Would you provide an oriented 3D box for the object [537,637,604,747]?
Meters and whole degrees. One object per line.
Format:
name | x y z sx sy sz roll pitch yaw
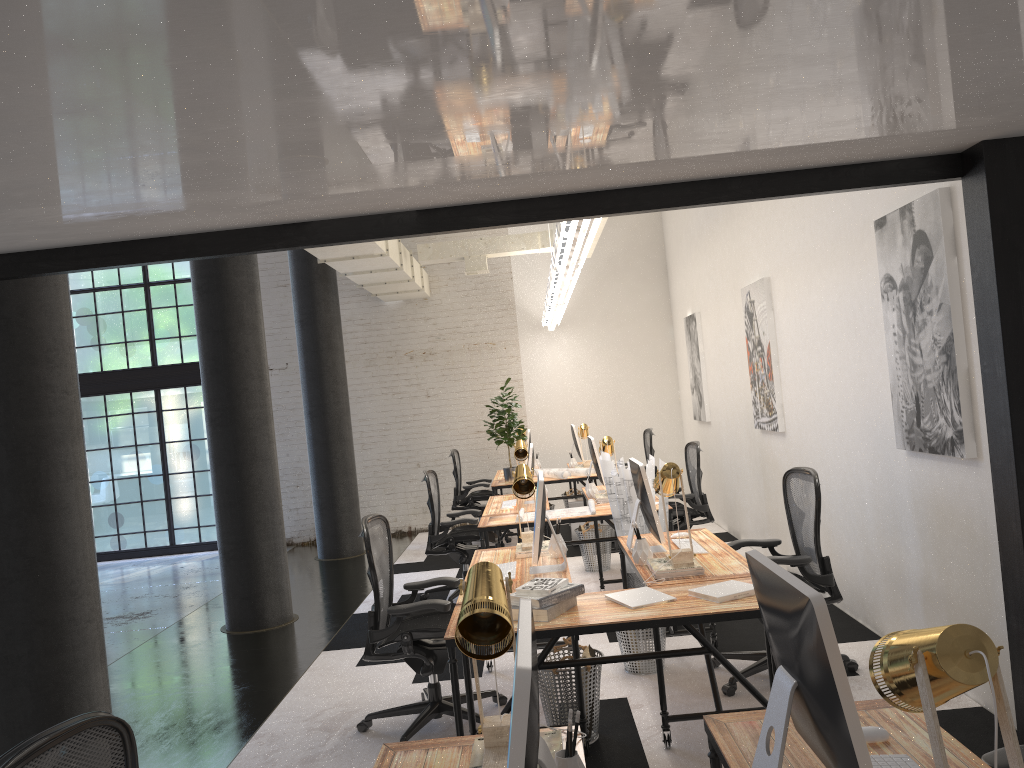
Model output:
object | 0.268 1.433 4.128 0.353 0.435 0.359 -6 0 -2

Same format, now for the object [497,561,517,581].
object | -0.038 0.951 4.487 0.118 0.017 0.439 -6 -1 1

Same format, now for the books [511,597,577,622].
books | 0.116 0.905 3.605 0.200 0.050 0.271 -6 -1 28

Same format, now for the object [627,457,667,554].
object | 0.690 0.647 4.708 0.189 0.485 0.484 -6 -1 1

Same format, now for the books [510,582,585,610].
books | 0.139 0.855 3.607 0.257 0.044 0.193 -5 -1 -41

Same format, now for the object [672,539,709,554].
object | 0.934 0.856 4.678 0.118 0.017 0.439 -6 -1 1

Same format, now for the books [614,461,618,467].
books | 0.999 0.839 9.145 0.193 0.044 0.257 -6 -1 19

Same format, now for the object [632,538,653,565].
object | 0.641 0.826 4.371 0.101 0.127 0.101 -5 -1 -44

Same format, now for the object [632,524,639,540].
object | 0.626 0.786 4.361 0.054 0.207 0.008 -6 0 -12

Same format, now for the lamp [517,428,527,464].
lamp | 0.124 0.749 10.544 0.126 0.470 0.344 -6 0 1

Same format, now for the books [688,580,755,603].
books | 0.869 0.842 3.606 0.235 0.024 0.200 -5 -1 -25

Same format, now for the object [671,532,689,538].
object | 0.948 0.853 5.005 0.106 0.029 0.059 -6 -1 2

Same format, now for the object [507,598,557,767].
object | 0.036 0.660 1.521 0.189 0.485 0.484 -6 -1 1

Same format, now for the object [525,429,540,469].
object | 0.204 0.762 10.037 0.189 0.485 0.484 -6 -1 1

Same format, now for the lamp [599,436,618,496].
lamp | 0.779 0.648 7.099 0.127 0.470 0.344 -6 0 1

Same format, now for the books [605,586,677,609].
books | 0.527 0.881 3.655 0.205 0.019 0.243 -5 -1 -21

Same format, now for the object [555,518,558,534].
object | 0.239 0.832 4.808 0.054 0.207 0.008 -6 0 -34

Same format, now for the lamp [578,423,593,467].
lamp | 0.809 0.668 9.782 0.126 0.470 0.344 -6 0 1

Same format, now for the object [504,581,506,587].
object | -0.053 0.940 4.160 0.106 0.029 0.059 -6 -1 2

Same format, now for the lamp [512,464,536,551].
lamp | 0.079 0.683 4.964 0.126 0.470 0.344 -6 0 1

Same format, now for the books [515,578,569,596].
books | 0.123 0.825 3.615 0.153 0.030 0.185 -6 -1 29

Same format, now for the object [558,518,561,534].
object | 0.251 0.831 4.804 0.054 0.207 0.008 -6 0 -12

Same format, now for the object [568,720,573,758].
object | 0.123 0.794 1.844 0.008 0.207 0.054 -6 0 -16

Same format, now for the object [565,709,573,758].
object | 0.116 0.796 1.872 0.054 0.207 0.008 -6 0 -34

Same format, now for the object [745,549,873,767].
object | 0.567 0.611 1.772 0.189 0.485 0.484 -6 -1 1

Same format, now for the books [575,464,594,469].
books | 0.805 0.919 9.732 0.225 0.038 0.309 -6 -1 1

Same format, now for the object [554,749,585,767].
object | 0.121 0.837 1.858 0.101 0.127 0.101 -5 -1 -44

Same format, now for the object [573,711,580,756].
object | 0.128 0.795 1.868 0.054 0.207 0.008 -6 0 -12

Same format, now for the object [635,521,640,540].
object | 0.630 0.785 4.385 0.008 0.207 0.054 -6 0 -16

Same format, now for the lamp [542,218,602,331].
lamp | 0.276 -2.095 7.414 0.226 2.864 7.302 -6 -1 1

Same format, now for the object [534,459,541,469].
object | 0.289 0.939 10.374 0.101 0.127 0.101 -5 -1 -44

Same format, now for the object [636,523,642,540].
object | 0.638 0.784 4.357 0.054 0.207 0.008 -6 0 -34

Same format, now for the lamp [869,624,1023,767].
lamp | 0.640 0.566 1.265 0.127 0.470 0.344 -6 0 1

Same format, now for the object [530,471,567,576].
object | 0.159 0.696 4.457 0.189 0.485 0.484 -6 -1 1

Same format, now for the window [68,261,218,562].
window | -4.760 -0.261 11.812 2.491 5.179 0.138 -6 0 1

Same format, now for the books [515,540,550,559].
books | 0.133 0.931 5.014 0.225 0.038 0.309 -6 -1 1

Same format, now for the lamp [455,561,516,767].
lamp | -0.044 0.647 2.028 0.126 0.470 0.344 -6 0 1

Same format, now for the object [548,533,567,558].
object | 0.244 0.873 4.794 0.101 0.127 0.101 -5 -1 -44

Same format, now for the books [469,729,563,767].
books | 0.010 0.895 2.077 0.225 0.038 0.309 -6 -1 1

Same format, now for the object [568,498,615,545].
object | 0.884 1.428 9.330 0.544 0.455 0.221 -6 0 1

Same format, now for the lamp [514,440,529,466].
lamp | 0.096 0.730 7.862 0.127 0.470 0.344 -6 0 1

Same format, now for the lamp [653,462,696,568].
lamp | 0.763 0.602 4.202 0.127 0.470 0.344 -6 0 1

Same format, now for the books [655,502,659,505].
books | 0.946 0.886 6.524 0.243 0.019 0.205 -6 -1 39

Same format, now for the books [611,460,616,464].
books | 0.980 0.809 9.147 0.153 0.030 0.185 -6 -1 -1

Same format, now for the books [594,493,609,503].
books | 0.776 0.900 7.049 0.225 0.038 0.309 -6 -1 1

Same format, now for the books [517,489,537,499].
books | 0.149 0.977 7.911 0.225 0.038 0.309 -6 -1 1

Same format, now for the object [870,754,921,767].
object | 0.811 0.820 1.741 0.118 0.017 0.439 -6 -1 1

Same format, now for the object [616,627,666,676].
object | 0.732 1.402 5.036 0.353 0.435 0.359 -6 0 -2

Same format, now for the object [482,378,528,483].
object | -0.067 0.478 9.177 0.438 1.077 0.514 -6 0 -8

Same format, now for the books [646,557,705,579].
books | 0.761 0.854 4.151 0.225 0.038 0.309 -6 -1 1

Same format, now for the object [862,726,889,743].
object | 0.824 0.817 2.069 0.106 0.029 0.059 -6 -1 2
